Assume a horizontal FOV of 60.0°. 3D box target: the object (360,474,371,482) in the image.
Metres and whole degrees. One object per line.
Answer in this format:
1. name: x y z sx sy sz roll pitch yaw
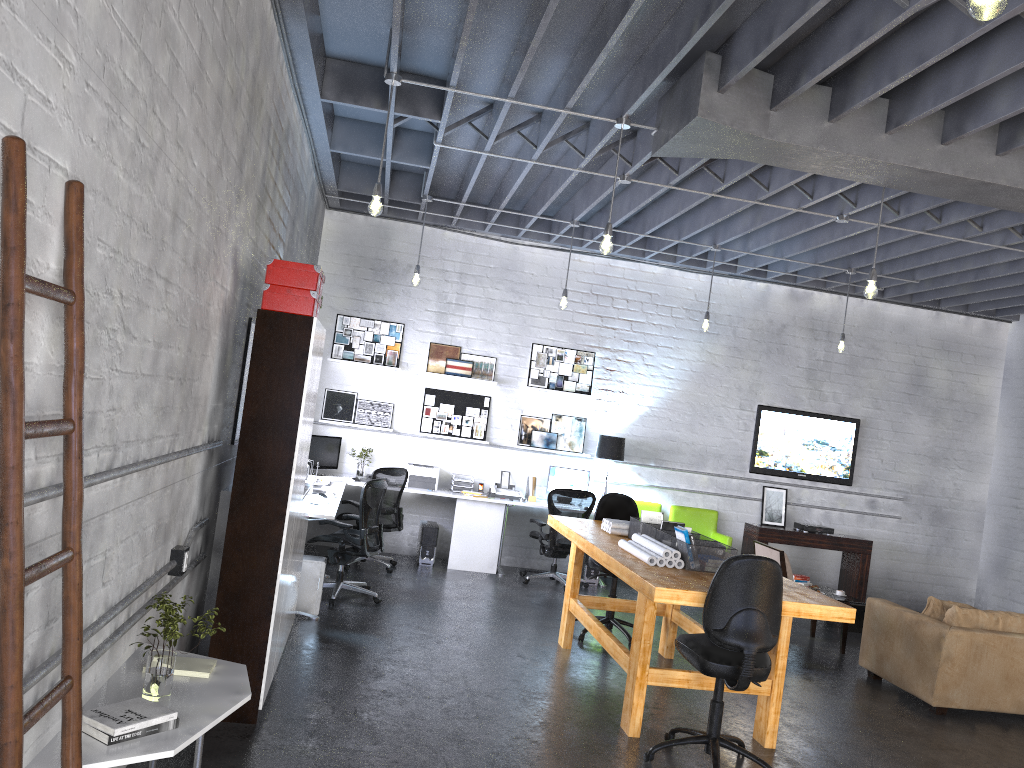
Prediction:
1. object: -1.417 1.018 9.406 0.279 0.081 0.411 9 -3 -39

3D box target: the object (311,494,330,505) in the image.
1. object: -1.606 0.942 7.265 0.181 0.028 0.422 8 -2 -19

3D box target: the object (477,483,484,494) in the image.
1. object: -0.345 1.158 9.841 0.093 0.116 0.067 8 -1 -9

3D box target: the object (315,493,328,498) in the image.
1. object: -1.626 0.946 7.559 0.114 0.036 0.058 8 -2 -19

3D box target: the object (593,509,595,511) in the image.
1. object: 0.882 1.381 9.765 0.046 0.009 0.121 9 -2 -24

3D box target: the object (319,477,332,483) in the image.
1. object: -1.852 0.953 8.826 0.130 0.049 0.130 7 -2 8

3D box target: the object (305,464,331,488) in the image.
1. object: -1.849 0.829 7.883 0.485 0.230 0.420 8 -2 -9

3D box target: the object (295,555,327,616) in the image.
1. object: -1.677 1.512 6.738 0.478 0.411 0.200 8 -1 -9

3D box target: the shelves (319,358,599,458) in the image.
1. shelves: -0.565 0.276 9.855 3.025 0.694 0.199 8 -1 -9

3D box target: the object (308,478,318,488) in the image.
1. object: -2.023 0.903 8.286 0.392 0.064 0.259 8 -2 -9

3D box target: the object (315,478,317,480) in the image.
1. object: -1.997 0.956 8.937 0.048 0.012 0.111 9 -2 -29

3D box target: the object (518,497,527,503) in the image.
1. object: 0.119 1.250 9.586 0.095 0.050 0.095 9 -2 -40

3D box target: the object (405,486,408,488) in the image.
1. object: -1.165 1.082 9.404 0.103 0.021 0.131 9 -2 -29

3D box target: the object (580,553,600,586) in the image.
1. object: 0.842 1.967 9.792 0.180 0.411 0.476 8 -2 -9

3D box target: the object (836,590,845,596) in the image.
1. object: 3.406 2.169 9.200 0.077 0.052 0.081 6 -2 40

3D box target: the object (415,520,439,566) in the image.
1. object: -0.918 1.719 9.599 0.180 0.411 0.476 8 -2 -9

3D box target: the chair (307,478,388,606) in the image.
1. chair: -1.388 1.263 7.402 0.753 1.031 0.732 8 -1 -5

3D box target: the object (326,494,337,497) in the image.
1. object: -1.578 0.966 7.655 0.119 0.016 0.119 7 -2 9

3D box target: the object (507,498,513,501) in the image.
1. object: -0.020 1.247 9.550 0.076 0.016 0.017 6 -2 41

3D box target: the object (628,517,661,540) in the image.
1. object: 1.023 1.060 6.320 0.316 0.156 0.306 8 -2 -9

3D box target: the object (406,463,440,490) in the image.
1. object: -0.985 1.010 9.705 0.351 0.235 0.351 8 -2 -9

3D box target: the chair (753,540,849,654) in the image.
1. chair: 2.605 1.928 8.082 0.725 0.842 0.575 8 -1 -9

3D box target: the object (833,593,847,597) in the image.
1. object: 3.402 2.191 9.198 0.131 0.016 0.131 8 -2 -2

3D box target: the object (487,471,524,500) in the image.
1. object: -0.076 1.116 9.834 0.405 0.280 0.399 8 -2 -9

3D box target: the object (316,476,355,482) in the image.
1. object: -1.835 0.979 9.166 0.180 0.028 0.422 6 -3 41

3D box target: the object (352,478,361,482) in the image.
1. object: -1.652 1.008 9.386 0.114 0.036 0.058 7 -2 31

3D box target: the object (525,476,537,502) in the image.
1. object: 0.220 1.169 9.874 0.087 0.259 0.236 8 -2 -9

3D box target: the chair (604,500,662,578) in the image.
1. chair: 1.425 1.797 10.002 0.611 0.920 0.516 8 -1 -9

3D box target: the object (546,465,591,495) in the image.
1. object: 0.618 1.145 9.935 0.465 0.417 0.212 8 -1 -4

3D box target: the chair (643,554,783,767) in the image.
1. chair: 1.088 1.436 4.687 0.659 1.164 0.687 8 -1 -10

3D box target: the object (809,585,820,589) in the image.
1. object: 3.235 2.169 9.525 0.151 0.040 0.151 7 -2 9

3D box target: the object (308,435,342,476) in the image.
1. object: -2.055 0.756 9.394 0.147 0.427 0.560 7 -2 28

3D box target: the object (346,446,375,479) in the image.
1. object: -1.642 0.853 9.637 0.270 0.362 0.297 7 -2 36

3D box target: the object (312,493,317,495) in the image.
1. object: -1.709 0.947 7.626 0.076 0.016 0.017 8 -2 -19

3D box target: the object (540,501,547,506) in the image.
1. object: 0.525 1.318 9.631 0.422 0.028 0.181 8 -2 -14

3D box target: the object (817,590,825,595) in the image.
1. object: 3.163 2.150 9.156 0.137 0.031 0.137 7 -2 17

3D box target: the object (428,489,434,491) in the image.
1. object: -0.861 1.127 9.413 0.075 0.016 0.017 7 -2 16

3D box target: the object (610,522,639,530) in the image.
1. object: 0.972 1.065 6.515 0.520 0.047 0.046 8 -2 -11

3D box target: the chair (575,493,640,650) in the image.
1. chair: 0.883 1.500 7.251 0.659 1.164 0.687 8 -1 -10

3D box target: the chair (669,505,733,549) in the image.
1. chair: 2.105 1.894 10.108 0.611 0.920 0.516 8 -1 -9

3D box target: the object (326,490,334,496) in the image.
1. object: -1.569 0.943 7.660 0.078 0.049 0.062 9 -2 -38

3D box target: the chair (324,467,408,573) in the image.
1. chair: -1.439 1.309 8.869 0.752 1.031 0.732 7 -1 15

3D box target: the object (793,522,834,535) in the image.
1. object: 3.530 1.694 10.376 0.371 0.082 0.266 8 -2 -9

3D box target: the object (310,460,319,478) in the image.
1. object: -2.060 0.840 8.624 0.324 0.208 0.233 8 -2 -9

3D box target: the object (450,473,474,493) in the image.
1. object: -0.549 1.099 9.767 0.229 0.180 0.316 8 -2 -9

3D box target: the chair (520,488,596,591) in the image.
1. chair: 0.463 1.585 9.318 0.733 1.031 0.752 9 -2 -40
